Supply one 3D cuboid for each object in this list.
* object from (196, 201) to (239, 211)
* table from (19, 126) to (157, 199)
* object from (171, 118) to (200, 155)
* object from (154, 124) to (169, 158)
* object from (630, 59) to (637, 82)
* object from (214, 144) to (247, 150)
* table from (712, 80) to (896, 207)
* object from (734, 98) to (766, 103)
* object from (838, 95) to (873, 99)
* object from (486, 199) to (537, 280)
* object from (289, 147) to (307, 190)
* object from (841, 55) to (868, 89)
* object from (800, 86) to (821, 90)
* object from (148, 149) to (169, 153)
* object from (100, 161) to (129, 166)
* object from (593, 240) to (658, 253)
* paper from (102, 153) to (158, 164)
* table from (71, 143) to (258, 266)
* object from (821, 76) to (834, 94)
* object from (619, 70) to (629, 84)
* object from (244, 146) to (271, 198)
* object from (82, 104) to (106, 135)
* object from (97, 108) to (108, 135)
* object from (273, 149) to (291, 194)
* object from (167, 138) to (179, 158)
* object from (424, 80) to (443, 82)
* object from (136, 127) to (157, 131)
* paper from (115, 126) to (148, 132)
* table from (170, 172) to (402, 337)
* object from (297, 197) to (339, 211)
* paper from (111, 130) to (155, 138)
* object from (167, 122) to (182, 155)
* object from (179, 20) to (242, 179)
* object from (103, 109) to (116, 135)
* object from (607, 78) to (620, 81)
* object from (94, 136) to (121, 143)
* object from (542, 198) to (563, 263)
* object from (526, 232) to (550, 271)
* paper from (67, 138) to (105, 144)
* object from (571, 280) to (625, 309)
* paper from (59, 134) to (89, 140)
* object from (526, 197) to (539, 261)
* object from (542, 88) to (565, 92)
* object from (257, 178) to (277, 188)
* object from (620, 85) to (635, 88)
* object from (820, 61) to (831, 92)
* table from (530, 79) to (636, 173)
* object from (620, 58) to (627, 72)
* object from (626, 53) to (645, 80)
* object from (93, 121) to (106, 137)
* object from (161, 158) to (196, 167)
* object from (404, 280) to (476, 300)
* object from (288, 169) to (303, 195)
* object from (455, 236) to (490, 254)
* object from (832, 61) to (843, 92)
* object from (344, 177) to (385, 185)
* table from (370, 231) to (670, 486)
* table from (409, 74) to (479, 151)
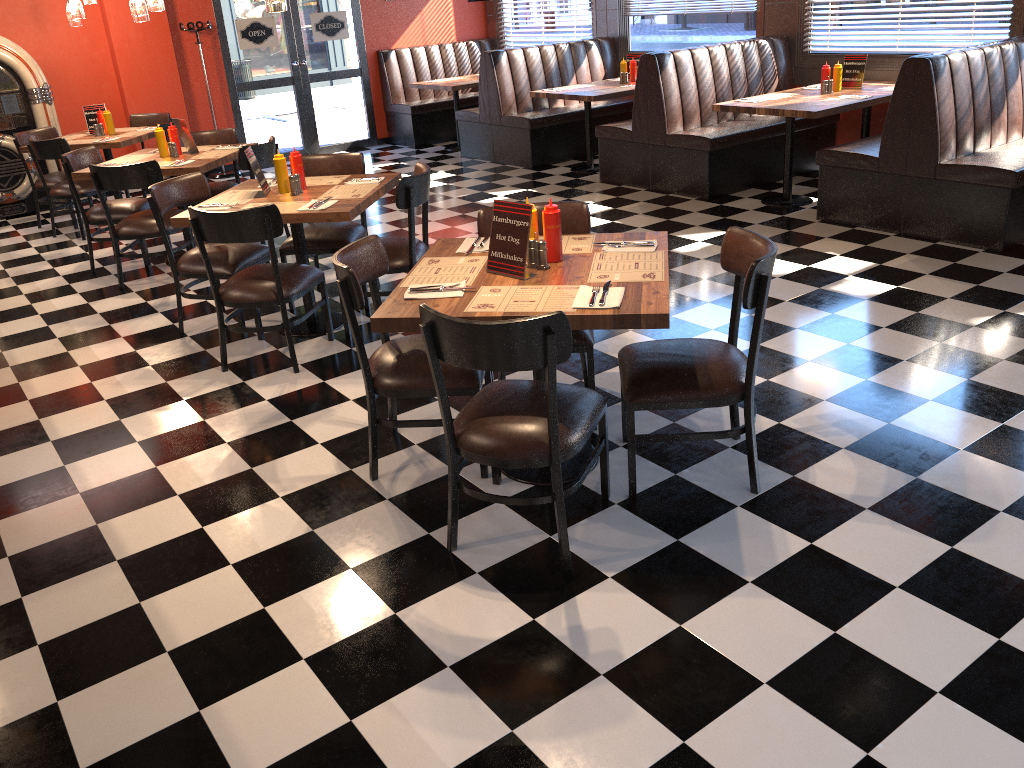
[{"bbox_3d":[-1.546,-0.943,4.681,0.255,0.018,0.160,0,24,11],"label":"object"},{"bbox_3d":[-3.692,-1.898,8.167,0.960,0.762,0.972,0,24,10],"label":"table"},{"bbox_3d":[-2.411,-1.833,6.543,0.189,0.253,0.073,17,31,42],"label":"object"},{"bbox_3d":[-2.563,-1.780,6.475,0.068,0.234,0.068,-16,25,-27],"label":"object"},{"bbox_3d":[1.215,-3.153,8.882,0.068,0.234,0.068,12,28,36],"label":"object"},{"bbox_3d":[-2.152,-1.800,6.712,0.255,0.018,0.160,1,25,12],"label":"object"},{"bbox_3d":[2.561,-1.957,7.183,1.703,0.762,0.965,-20,28,-31],"label":"table"},{"bbox_3d":[1.890,-2.234,6.966,0.158,0.018,0.257,-19,28,-30],"label":"object"},{"bbox_3d":[2.588,-2.186,6.732,0.158,0.018,0.257,-21,29,-32],"label":"object"},{"bbox_3d":[-0.010,-0.516,3.157,0.189,0.253,0.073,17,31,42],"label":"object"},{"bbox_3d":[-1.194,-1.201,4.929,0.068,0.234,0.068,-16,25,-27],"label":"object"},{"bbox_3d":[2.776,-2.540,7.205,0.189,0.253,0.073,17,31,42],"label":"object"},{"bbox_3d":[2.555,-2.475,7.388,0.158,0.018,0.257,-22,30,-35],"label":"object"},{"bbox_3d":[-2.698,-1.803,6.818,0.157,0.018,0.259,0,24,10],"label":"object"},{"bbox_3d":[-2.830,-1.560,6.296,0.255,0.018,0.160,-3,24,4],"label":"object"},{"bbox_3d":[0.431,-0.535,3.412,0.255,0.018,0.160,2,25,13],"label":"object"},{"bbox_3d":[-2.831,-1.665,6.552,0.261,0.001,0.371,-1,24,9],"label":"paper"},{"bbox_3d":[-2.478,-1.309,6.628,0.960,0.762,0.972,0,24,10],"label":"table"},{"bbox_3d":[2.499,-2.368,7.017,0.094,0.134,0.047,-8,23,-9],"label":"object"},{"bbox_3d":[1.114,-3.061,8.820,0.094,0.134,0.047,6,25,24],"label":"object"},{"bbox_3d":[-1.398,-1.170,4.873,0.072,0.253,0.191,-6,23,-4],"label":"object"},{"bbox_3d":[-3.798,-2.420,8.109,0.189,0.253,0.073,-15,24,-23],"label":"object"},{"bbox_3d":[-3.720,-2.387,8.045,0.068,0.234,0.068,-21,27,-34],"label":"object"},{"bbox_3d":[-1.271,-1.173,4.882,0.068,0.234,0.068,-16,25,-27],"label":"object"},{"bbox_3d":[-2.471,-1.720,6.450,0.094,0.134,0.047,17,31,42],"label":"object"},{"bbox_3d":[-0.930,-3.629,10.601,0.158,0.018,0.257,-20,28,-30],"label":"object"},{"bbox_3d":[-3.368,-2.362,8.192,0.255,0.018,0.160,0,24,10],"label":"object"},{"bbox_3d":[-3.659,-2.391,8.330,0.365,0.001,0.265,0,24,9],"label":"paper"},{"bbox_3d":[-1.171,-0.696,5.019,0.960,0.762,0.972,0,24,10],"label":"table"},{"bbox_3d":[-0.989,-0.927,4.546,0.157,0.018,0.259,1,24,12],"label":"object"},{"bbox_3d":[-3.400,-2.249,7.964,0.261,0.001,0.371,-1,24,9],"label":"paper"},{"bbox_3d":[-2.487,-1.808,6.523,0.068,0.234,0.068,-16,25,-27],"label":"object"},{"bbox_3d":[-3.335,-3.125,9.787,0.375,1.633,0.380,-9,23,-11],"label":"object"},{"bbox_3d":[-3.639,-2.374,7.999,0.068,0.234,0.068,-21,27,-34],"label":"object"},{"bbox_3d":[1.113,-3.155,9.171,0.158,0.018,0.257,-20,28,-32],"label":"object"},{"bbox_3d":[-3.506,-2.129,7.694,0.157,0.018,0.259,1,25,13],"label":"object"},{"bbox_3d":[0.149,-0.570,3.275,0.068,0.234,0.069,-1,22,8],"label":"object"},{"bbox_3d":[0.091,-0.488,3.226,0.094,0.134,0.047,17,31,42],"label":"object"},{"bbox_3d":[-3.751,-2.111,7.717,0.365,0.001,0.265,0,24,9],"label":"paper"},{"bbox_3d":[0.287,-0.296,2.901,0.157,0.018,0.259,1,25,12],"label":"object"},{"bbox_3d":[-4.033,-2.244,8.065,0.261,0.001,0.371,1,24,11],"label":"paper"},{"bbox_3d":[0.064,-0.581,3.314,0.068,0.234,0.069,-12,23,-18],"label":"object"},{"bbox_3d":[0.420,-2.901,8.725,0.158,0.018,0.258,-17,27,-26],"label":"object"},{"bbox_3d":[-1.391,-1.176,5.176,0.157,0.018,0.259,-3,24,3],"label":"object"},{"bbox_3d":[1.144,-2.865,8.515,0.158,0.018,0.257,-22,29,-34],"label":"object"},{"bbox_3d":[2.507,-2.453,7.081,0.068,0.234,0.069,-9,23,-10],"label":"object"},{"bbox_3d":[1.164,-2.656,9.001,1.703,0.762,0.965,-20,28,-31],"label":"table"},{"bbox_3d":[1.122,-3.150,8.892,0.068,0.234,0.068,12,28,36],"label":"object"},{"bbox_3d":[1.255,-3.234,9.034,0.188,0.253,0.073,6,25,24],"label":"object"},{"bbox_3d":[-3.720,-2.302,7.979,0.094,0.134,0.047,-20,27,-32],"label":"object"},{"bbox_3d":[-2.312,-1.545,6.169,0.157,0.018,0.259,1,24,11],"label":"object"},{"bbox_3d":[-0.245,-0.330,3.074,0.255,0.018,0.160,-3,24,5],"label":"object"},{"bbox_3d":[-1.185,-1.105,4.840,0.047,0.134,0.095,1,23,14],"label":"object"},{"bbox_3d":[-0.137,-0.559,3.569,0.157,0.018,0.259,0,24,10],"label":"object"},{"bbox_3d":[2.601,-2.460,7.078,0.068,0.234,0.069,-9,23,-10],"label":"object"},{"bbox_3d":[-0.860,-1.160,5.046,0.255,0.018,0.160,0,24,9],"label":"object"},{"bbox_3d":[0.113,-0.064,3.371,0.956,0.762,0.975,0,24,10],"label":"table"},{"bbox_3d":[-0.247,-3.362,10.838,1.703,0.762,0.965,-20,28,-31],"label":"table"}]
